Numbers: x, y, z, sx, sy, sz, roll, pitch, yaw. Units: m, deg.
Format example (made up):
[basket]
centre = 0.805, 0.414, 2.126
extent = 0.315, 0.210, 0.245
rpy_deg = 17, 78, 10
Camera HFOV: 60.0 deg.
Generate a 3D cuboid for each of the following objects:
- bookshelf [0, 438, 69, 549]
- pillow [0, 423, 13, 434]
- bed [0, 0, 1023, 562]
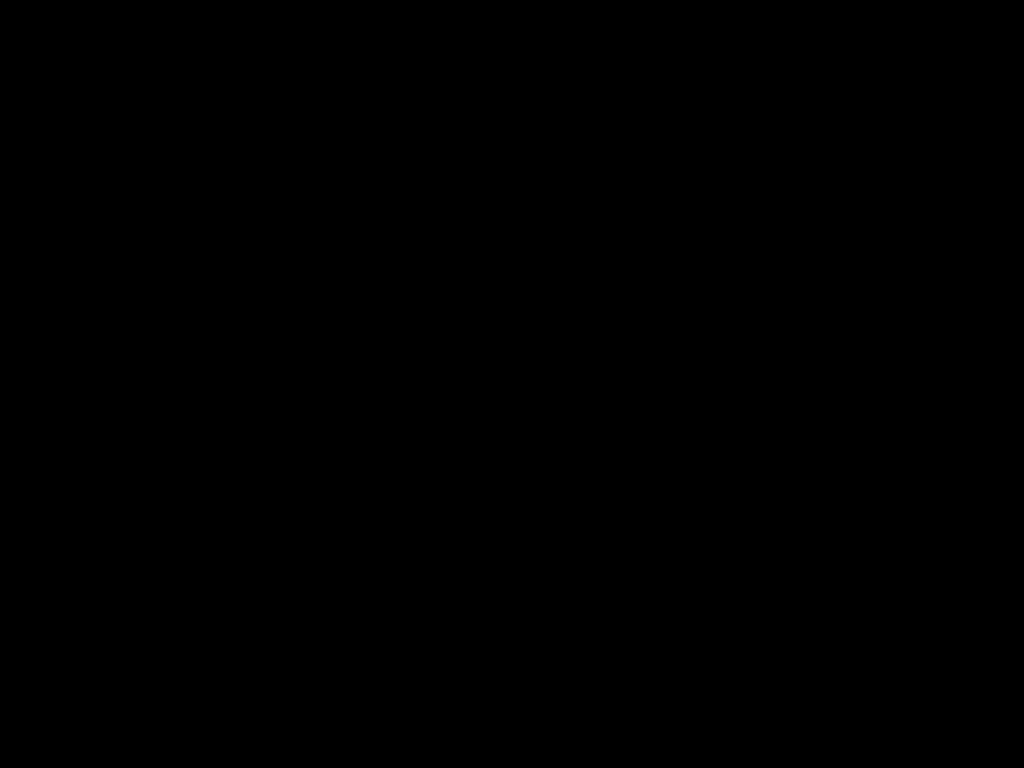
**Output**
[bookshelf]
centre = -2.087, 0.381, 2.340
extent = 0.643, 0.303, 1.495
rpy_deg = -7, -2, 44
[pillow]
centre = -1.716, 0.078, 2.405
extent = 0.470, 0.241, 0.498
rpy_deg = -6, -1, 8
[bed]
centre = -0.811, -0.128, 1.089
extent = 3.009, 0.994, 2.087
rpy_deg = -7, -2, 44
